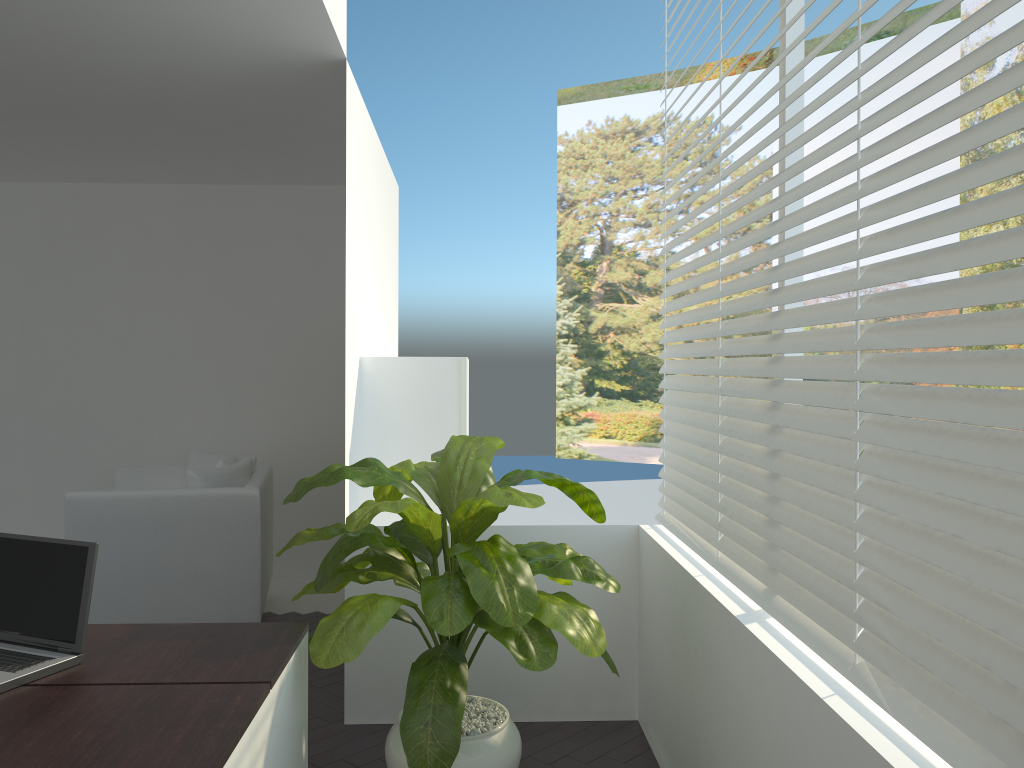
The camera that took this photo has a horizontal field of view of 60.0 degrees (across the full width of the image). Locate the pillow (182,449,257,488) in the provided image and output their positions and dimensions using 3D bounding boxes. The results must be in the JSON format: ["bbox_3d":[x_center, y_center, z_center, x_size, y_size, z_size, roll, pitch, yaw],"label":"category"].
[{"bbox_3d":[-1.775,0.660,5.363,0.497,0.504,0.235,0,0,18],"label":"pillow"}]

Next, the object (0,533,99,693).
[{"bbox_3d":[-1.277,0.544,2.161,0.380,0.288,0.320,1,1,22],"label":"object"}]

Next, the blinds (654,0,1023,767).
[{"bbox_3d":[0.637,-1.535,1.591,1.219,4.265,3.918,0,1,16],"label":"blinds"}]

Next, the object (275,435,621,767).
[{"bbox_3d":[-0.181,0.778,2.802,1.026,1.198,1.121,0,1,-24],"label":"object"}]

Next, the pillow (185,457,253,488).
[{"bbox_3d":[-1.592,0.646,4.762,0.257,0.473,0.465,0,1,25],"label":"pillow"}]

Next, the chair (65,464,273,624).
[{"bbox_3d":[-1.864,0.920,4.998,0.944,0.816,1.156,0,1,-12],"label":"chair"}]

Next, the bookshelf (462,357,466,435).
[{"bbox_3d":[-0.507,0.554,5.037,0.501,1.496,2.100,0,1,-3],"label":"bookshelf"}]

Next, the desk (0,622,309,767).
[{"bbox_3d":[-1.468,1.040,2.023,1.813,0.698,0.975,0,1,-3],"label":"desk"}]

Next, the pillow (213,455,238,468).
[{"bbox_3d":[-1.682,0.641,5.060,0.255,0.467,0.532,0,1,-12],"label":"pillow"}]
